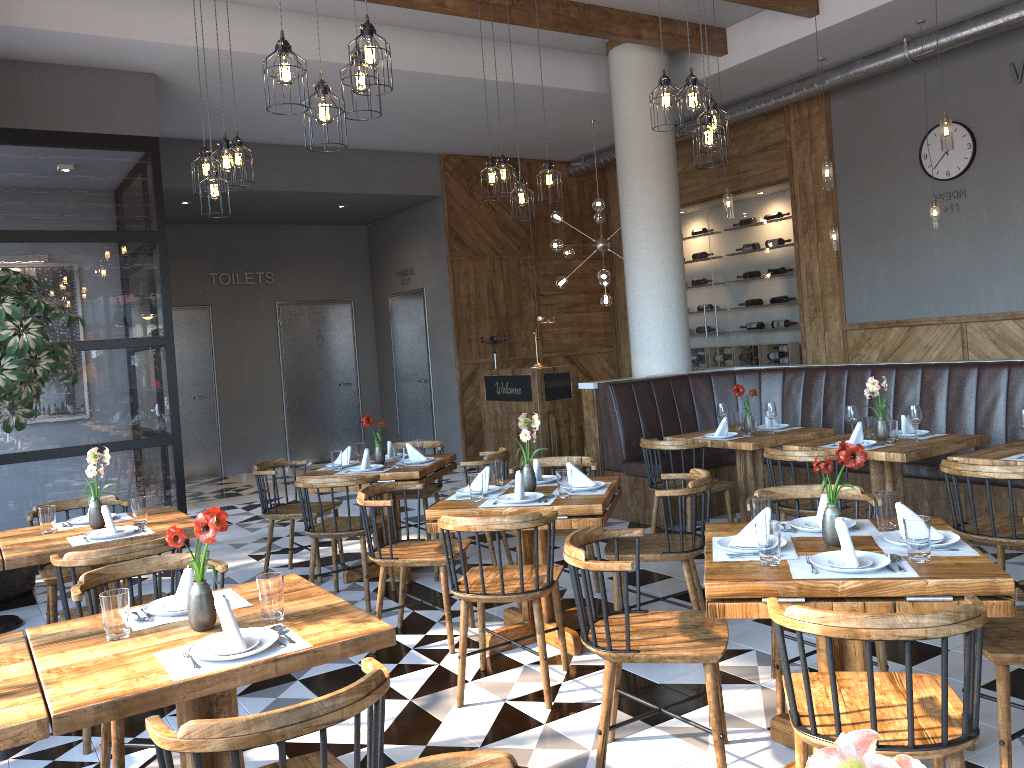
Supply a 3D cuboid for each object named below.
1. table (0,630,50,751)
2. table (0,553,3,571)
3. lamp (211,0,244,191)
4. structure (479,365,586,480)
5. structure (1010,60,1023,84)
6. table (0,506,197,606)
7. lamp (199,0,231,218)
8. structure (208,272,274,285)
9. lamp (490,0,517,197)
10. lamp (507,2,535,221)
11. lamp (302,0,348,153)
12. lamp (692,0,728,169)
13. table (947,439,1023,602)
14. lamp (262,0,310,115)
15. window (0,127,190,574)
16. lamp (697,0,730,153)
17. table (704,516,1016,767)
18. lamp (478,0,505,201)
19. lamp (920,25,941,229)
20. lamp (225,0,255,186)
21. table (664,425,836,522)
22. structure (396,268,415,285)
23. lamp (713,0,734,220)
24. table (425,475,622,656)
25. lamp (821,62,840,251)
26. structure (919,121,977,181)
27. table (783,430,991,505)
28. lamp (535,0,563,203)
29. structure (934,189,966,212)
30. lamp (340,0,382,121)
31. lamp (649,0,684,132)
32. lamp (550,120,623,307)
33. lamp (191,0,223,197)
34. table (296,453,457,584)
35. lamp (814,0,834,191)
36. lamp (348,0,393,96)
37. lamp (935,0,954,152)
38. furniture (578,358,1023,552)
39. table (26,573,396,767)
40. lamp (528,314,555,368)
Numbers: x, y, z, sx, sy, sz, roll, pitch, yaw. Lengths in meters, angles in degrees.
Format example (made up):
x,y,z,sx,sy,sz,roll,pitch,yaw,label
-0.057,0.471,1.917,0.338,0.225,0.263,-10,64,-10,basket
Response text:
x,y,z,sx,sy,sz,roll,pitch,yaw,label
-1.599,1.166,2.126,0.851,0.764,0.849,-5,2,-32,table
-2.750,1.174,3.947,0.851,0.764,0.849,-5,2,-32,table
-1.790,-2.214,5.355,0.175,2.070,0.175,-4,0,37,lamp
0.243,0.488,8.335,0.646,1.300,1.044,-5,1,-32,structure
5.239,-2.799,6.853,0.033,0.199,2.726,-4,2,-32,structure
-2.028,1.099,4.405,0.851,0.764,0.849,-5,2,-32,table
-1.922,-2.080,5.525,0.175,2.070,0.175,-4,0,-20,lamp
-3.834,-1.496,12.570,0.917,0.166,0.035,-6,1,-32,structure
-0.130,-2.507,6.904,0.175,2.070,0.175,-4,0,11,lamp
0.009,-2.277,6.707,0.175,2.070,0.175,-4,0,11,lamp
-0.907,-2.089,3.969,0.175,2.070,0.175,-4,0,-38,lamp
1.065,-2.286,5.084,0.175,2.070,0.175,-4,0,41,lamp
2.894,0.724,4.519,0.851,0.764,0.849,-5,2,-32,table
-1.035,-2.202,3.781,0.175,2.070,0.175,-4,0,19,lamp
-4.586,-0.233,7.820,2.732,3.548,2.183,-5,1,-32,window
1.133,-2.432,5.291,0.175,2.070,0.175,-4,0,8,lamp
1.112,0.925,2.983,0.863,0.764,0.865,-4,1,13,table
-0.218,-2.435,6.717,0.175,2.070,0.175,-4,0,0,lamp
3.634,-2.344,7.749,0.078,1.964,0.078,-4,0,44,lamp
-1.834,-2.327,5.731,0.175,2.070,0.175,-4,0,-20,lamp
1.724,0.731,6.372,0.851,0.764,0.849,-5,2,-32,table
-1.503,-1.523,12.579,0.025,0.197,0.565,-4,2,-32,structure
1.844,-2.435,7.812,0.078,1.964,0.078,-4,0,0,lamp
0.120,0.931,4.554,0.863,0.764,0.865,-4,1,13,table
3.078,-2.283,8.637,0.078,1.964,0.078,-4,0,0,lamp
4.199,-2.246,8.552,0.046,0.560,0.560,-4,1,-32,structure
2.313,0.727,5.440,0.851,0.764,0.849,-5,2,-32,table
0.218,-2.426,6.741,0.175,2.070,0.175,-4,0,-22,lamp
4.240,-1.761,8.568,0.021,0.197,0.305,-4,2,-32,structure
-0.773,-2.280,4.124,0.175,2.070,0.175,-4,0,41,lamp
0.817,-2.498,5.075,0.175,2.070,0.175,-4,0,41,lamp
1.026,-1.997,10.379,1.185,2.192,1.162,-4,1,19,lamp
-2.037,-2.254,5.714,0.175,2.070,0.175,-4,0,-31,lamp
-0.883,0.938,6.142,0.863,0.764,0.865,-4,1,13,table
2.400,-2.497,6.923,0.078,1.964,0.078,-4,0,44,lamp
-0.697,-2.335,3.932,0.175,2.070,0.175,-4,0,-38,lamp
2.921,-2.585,6.088,0.078,1.964,0.078,-4,0,3,lamp
3.180,0.471,5.375,1.920,1.150,6.581,-5,3,-32,furniture
-0.878,1.092,2.584,0.851,0.764,0.849,-5,2,-32,table
0.282,-0.259,8.072,0.170,0.756,0.446,-4,1,33,lamp
